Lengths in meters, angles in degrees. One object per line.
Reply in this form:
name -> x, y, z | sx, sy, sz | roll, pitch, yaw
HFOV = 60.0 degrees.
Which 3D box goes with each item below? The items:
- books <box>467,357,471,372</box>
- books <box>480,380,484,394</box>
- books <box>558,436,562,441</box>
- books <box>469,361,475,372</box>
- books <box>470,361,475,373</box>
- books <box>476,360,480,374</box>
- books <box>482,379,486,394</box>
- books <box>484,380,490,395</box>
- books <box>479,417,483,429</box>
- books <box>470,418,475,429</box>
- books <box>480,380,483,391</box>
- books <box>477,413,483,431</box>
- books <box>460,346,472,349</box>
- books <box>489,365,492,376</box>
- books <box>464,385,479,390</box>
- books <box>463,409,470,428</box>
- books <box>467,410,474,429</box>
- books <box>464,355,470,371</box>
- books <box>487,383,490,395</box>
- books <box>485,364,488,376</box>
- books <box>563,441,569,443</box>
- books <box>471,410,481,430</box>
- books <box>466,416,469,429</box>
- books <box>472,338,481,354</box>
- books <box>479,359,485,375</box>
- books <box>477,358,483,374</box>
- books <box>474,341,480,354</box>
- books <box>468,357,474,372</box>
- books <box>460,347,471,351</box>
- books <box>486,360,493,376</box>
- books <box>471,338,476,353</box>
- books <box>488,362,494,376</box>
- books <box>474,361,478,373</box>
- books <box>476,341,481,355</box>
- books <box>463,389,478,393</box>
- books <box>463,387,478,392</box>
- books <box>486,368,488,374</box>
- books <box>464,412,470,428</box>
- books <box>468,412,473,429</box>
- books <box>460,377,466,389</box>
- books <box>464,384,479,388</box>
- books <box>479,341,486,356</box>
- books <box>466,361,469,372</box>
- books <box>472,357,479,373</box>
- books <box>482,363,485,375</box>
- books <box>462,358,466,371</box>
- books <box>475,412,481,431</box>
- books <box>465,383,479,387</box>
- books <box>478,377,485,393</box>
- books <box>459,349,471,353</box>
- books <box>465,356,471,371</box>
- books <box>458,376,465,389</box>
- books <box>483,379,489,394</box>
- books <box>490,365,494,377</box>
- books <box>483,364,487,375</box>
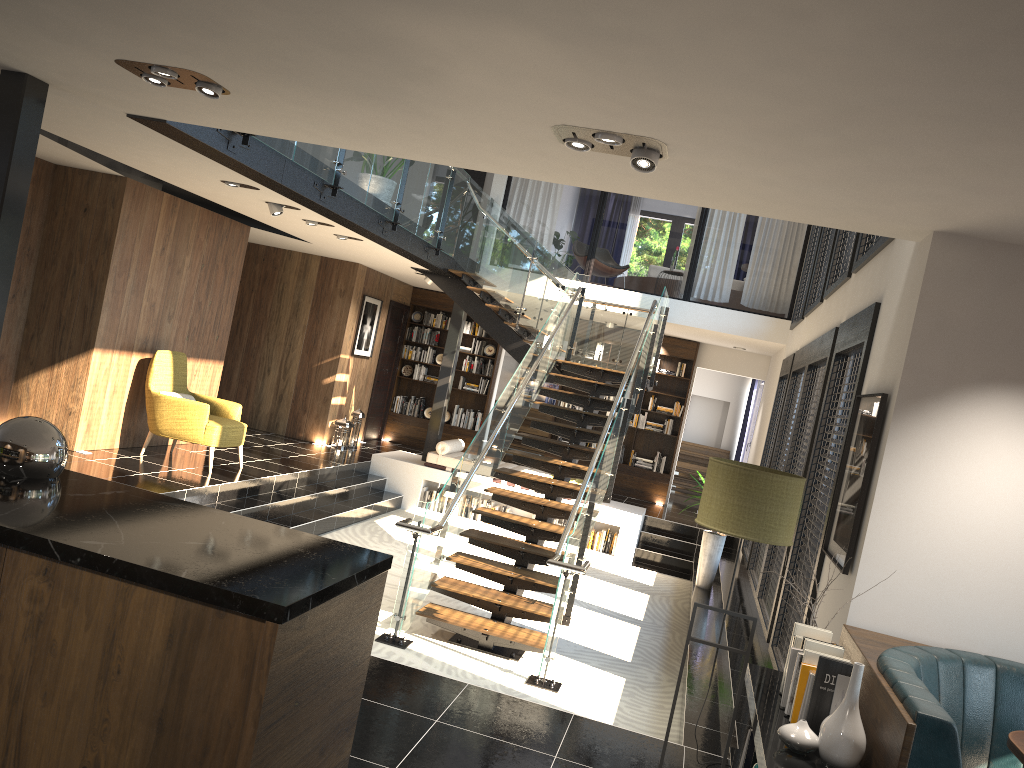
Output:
books -> -0.711, -0.328, 15.089 | 0.014, 0.253, 0.169 | 12, 2, 12
books -> -0.490, 0.046, 15.055 | 0.014, 0.247, 0.192 | 12, 1, 12
books -> 0.803, 0.921, 14.764 | 0.028, 0.340, 0.203 | 12, 2, 12
books -> -0.675, -0.293, 15.094 | 0.026, 0.200, 0.154 | 12, 1, 12
books -> -0.654, -0.286, 15.060 | 0.032, 0.195, 0.183 | 12, 1, 12
books -> -0.568, -0.291, 15.076 | 0.030, 0.239, 0.146 | 12, 2, 12
books -> -0.455, 0.048, 15.090 | 0.038, 0.257, 0.138 | 12, 2, 12
books -> -0.413, 0.059, 15.028 | 0.047, 0.253, 0.210 | 12, 1, 12
books -> -0.511, 0.686, 15.057 | 0.029, 0.247, 0.139 | 12, 2, 12
books -> -0.664, 0.679, 15.110 | 0.032, 0.195, 0.134 | 12, 2, 12
books -> -0.503, 0.053, 15.091 | 0.024, 0.226, 0.141 | 12, 2, 12
books -> -0.534, 0.650, 15.052 | 0.029, 0.306, 0.149 | 12, 2, 12
books -> -0.802, -0.621, 15.189 | 0.264, 0.021, 0.189 | 12, 1, 10
books -> -0.347, -0.223, 15.014 | 0.023, 0.200, 0.121 | 12, 2, 12
books -> -0.684, 0.065, 15.121 | 0.263, 0.030, 0.159 | 12, 1, 9
books -> -0.772, 0.592, 15.102 | 0.012, 0.322, 0.177 | 12, 2, 12
books -> -0.708, 0.600, 15.089 | 0.016, 0.332, 0.195 | 12, 2, 12
books -> -0.767, -0.354, 15.122 | 0.025, 0.280, 0.145 | 12, 2, 12
books -> -0.379, 0.092, 15.050 | 0.021, 0.204, 0.169 | 12, 1, 12
books -> -0.420, -0.243, 15.018 | 0.020, 0.209, 0.147 | 12, 2, 12
books -> 0.961, 0.982, 14.762 | 0.256, 0.024, 0.167 | 12, 1, 12
books -> -0.607, 0.610, 15.071 | 0.065, 0.354, 0.164 | 12, 2, 12
books -> -0.731, 0.637, 15.113 | 0.022, 0.250, 0.144 | 12, 2, 12
books -> -0.608, -0.650, 15.107 | 0.049, 0.286, 0.259 | 12, 1, 12
books -> -0.514, -0.290, 15.041 | 0.016, 0.262, 0.155 | 12, 2, 12
books -> -0.536, -0.303, 15.053 | 0.037, 0.277, 0.179 | 12, 2, 12
books -> -0.577, -0.617, 15.101 | 0.025, 0.235, 0.232 | 12, 1, 12
books -> -0.696, -0.325, 15.077 | 0.021, 0.253, 0.167 | 12, 2, 12
books -> -0.810, -0.596, 15.181 | 0.266, 0.030, 0.209 | 12, 1, 13
books -> -0.378, -0.270, 15.006 | 0.016, 0.278, 0.202 | 12, 1, 12
books -> -0.641, -0.646, 15.130 | 0.023, 0.265, 0.219 | 12, 1, 12
books -> -0.360, -0.250, 15.025 | 0.018, 0.246, 0.144 | 12, 2, 12
books -> -0.602, -0.287, 15.059 | 0.027, 0.219, 0.139 | 12, 2, 12
books -> -0.539, -0.611, 15.111 | 0.047, 0.238, 0.225 | 12, 1, 12
books -> -0.694, 0.118, 15.125 | 0.245, 0.021, 0.159 | 12, 1, 14
books -> -0.691, 0.093, 15.113 | 0.271, 0.028, 0.174 | 12, 1, 8
books -> -0.391, -0.273, 15.028 | 0.018, 0.278, 0.114 | 12, 2, 12
books -> -0.755, 0.614, 15.103 | 0.029, 0.286, 0.138 | 12, 2, 12
books -> -0.696, 0.623, 15.086 | 0.018, 0.292, 0.191 | 12, 2, 12
books -> -0.841, -0.008, 15.134 | 0.036, 0.206, 0.215 | 12, 1, 12
books -> -0.677, 0.042, 15.126 | 0.265, 0.019, 0.157 | 12, 1, 14
books -> -0.502, -0.609, 15.087 | 0.035, 0.251, 0.196 | 12, 1, 12
books -> -0.737, -0.296, 15.101 | 0.028, 0.181, 0.130 | 12, 1, 12
books -> -0.616, -0.322, 15.074 | 0.020, 0.281, 0.153 | 12, 2, 12
books -> -0.478, -0.250, 15.059 | 0.060, 0.196, 0.119 | 12, 2, 12
books -> -0.801, -0.326, 15.136 | 0.033, 0.211, 0.132 | 12, 2, 12
books -> -0.562, 0.640, 15.065 | 0.035, 0.315, 0.168 | 12, 2, 12
books -> -0.670, 0.017, 15.134 | 0.239, 0.031, 0.146 | 12, 1, 12
books -> -0.521, 0.023, 15.072 | 0.014, 0.279, 0.202 | 12, 1, 12
books -> -0.813, -0.565, 15.195 | 0.239, 0.033, 0.176 | 12, 1, 9
books -> -0.751, -0.346, 15.100 | 0.019, 0.272, 0.175 | 12, 2, 12
books -> -0.863, -0.022, 15.169 | 0.028, 0.224, 0.161 | 12, 1, 12
books -> -0.439, 0.047, 15.038 | 0.013, 0.267, 0.177 | 12, 2, 12
books -> -0.327, -0.217, 14.993 | 0.026, 0.196, 0.170 | 12, 1, 12
books -> -0.440, -0.238, 15.041 | 0.026, 0.190, 0.121 | 12, 2, 12
